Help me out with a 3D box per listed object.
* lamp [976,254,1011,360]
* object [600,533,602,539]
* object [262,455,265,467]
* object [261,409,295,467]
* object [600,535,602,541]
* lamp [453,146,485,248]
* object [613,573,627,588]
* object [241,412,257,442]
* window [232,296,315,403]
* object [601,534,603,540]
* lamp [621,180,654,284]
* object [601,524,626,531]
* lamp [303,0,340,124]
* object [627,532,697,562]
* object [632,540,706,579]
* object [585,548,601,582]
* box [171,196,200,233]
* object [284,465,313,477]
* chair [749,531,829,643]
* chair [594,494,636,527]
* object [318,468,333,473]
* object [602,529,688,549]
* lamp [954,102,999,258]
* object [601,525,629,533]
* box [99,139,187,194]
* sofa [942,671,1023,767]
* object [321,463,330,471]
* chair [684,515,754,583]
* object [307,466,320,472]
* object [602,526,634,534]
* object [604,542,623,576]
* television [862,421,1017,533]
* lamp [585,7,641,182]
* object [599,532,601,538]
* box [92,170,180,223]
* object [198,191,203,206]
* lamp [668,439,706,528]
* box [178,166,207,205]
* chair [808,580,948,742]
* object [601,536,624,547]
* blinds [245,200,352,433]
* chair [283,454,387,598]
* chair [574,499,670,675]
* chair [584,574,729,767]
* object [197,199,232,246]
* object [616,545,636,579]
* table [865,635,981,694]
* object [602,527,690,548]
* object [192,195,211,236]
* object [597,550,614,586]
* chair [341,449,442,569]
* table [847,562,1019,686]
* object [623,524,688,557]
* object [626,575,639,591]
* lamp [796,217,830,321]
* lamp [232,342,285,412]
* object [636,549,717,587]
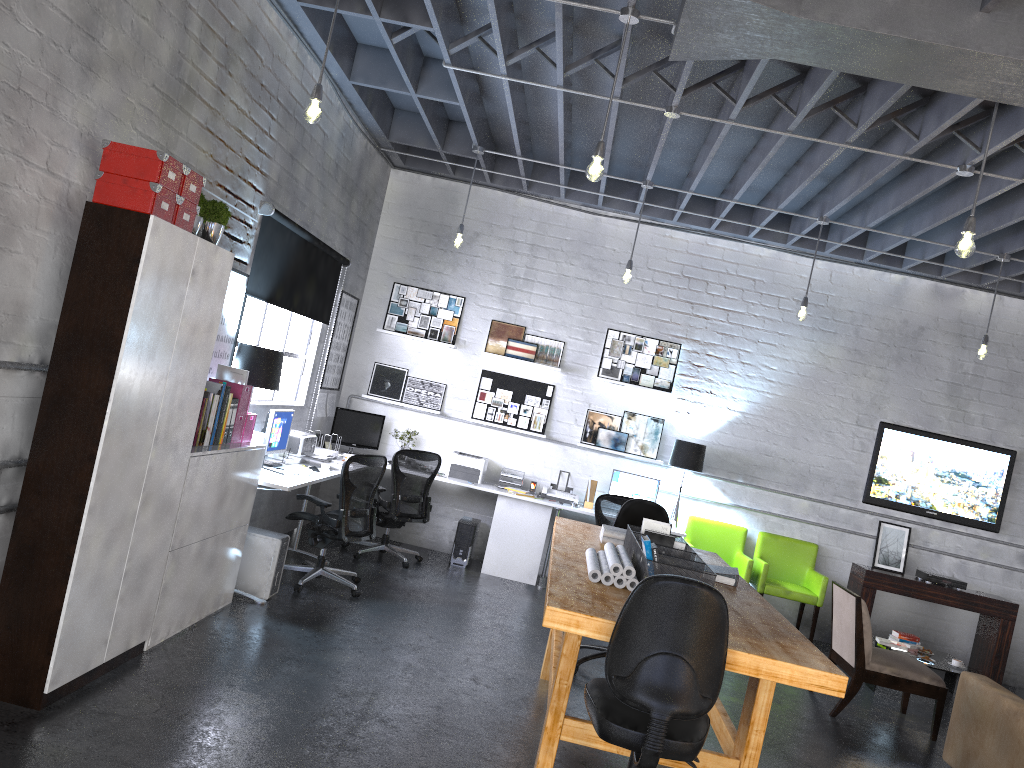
[{"bbox_3d":[3.945,-0.628,7.281,0.104,0.878,0.104,13,0,-43],"label":"lamp"},{"bbox_3d":[0.784,0.965,5.282,0.519,0.047,0.047,13,-1,4],"label":"object"},{"bbox_3d":[-1.833,0.468,6.179,0.209,0.208,0.104,13,0,3],"label":"object"},{"bbox_3d":[-1.773,0.380,6.497,0.212,0.417,0.465,13,-1,4],"label":"object"},{"bbox_3d":[0.781,0.963,5.235,0.519,0.047,0.047,13,-1,4],"label":"object"},{"bbox_3d":[-0.376,-1.587,7.563,0.104,0.878,0.104,13,0,4],"label":"lamp"},{"bbox_3d":[0.498,0.885,4.235,0.057,0.058,0.635,13,-1,4],"label":"object"},{"bbox_3d":[-1.737,0.252,5.529,0.214,0.177,0.161,13,-1,4],"label":"object"},{"bbox_3d":[-1.835,-0.457,6.896,0.030,1.220,1.822,13,-1,4],"label":"window"},{"bbox_3d":[0.778,0.962,5.189,0.519,0.047,0.047,13,-1,4],"label":"object"},{"bbox_3d":[1.051,-1.270,7.470,0.104,0.878,0.104,13,0,4],"label":"lamp"},{"bbox_3d":[0.797,0.927,5.352,0.519,0.047,0.046,13,-1,4],"label":"object"},{"bbox_3d":[-0.942,-1.769,4.566,0.104,0.878,0.104,13,0,4],"label":"lamp"},{"bbox_3d":[0.775,0.904,4.649,0.316,0.156,0.306,13,-1,4],"label":"object"},{"bbox_3d":[0.756,0.894,4.342,0.316,0.156,0.306,13,-1,4],"label":"object"},{"bbox_3d":[0.387,0.860,4.242,0.057,0.058,0.635,13,-1,4],"label":"object"},{"bbox_3d":[-1.551,-0.764,3.895,0.270,0.131,0.206,13,-1,4],"label":"box"},{"bbox_3d":[-1.554,0.628,6.443,0.181,0.028,0.422,13,-1,-6],"label":"object"},{"bbox_3d":[2.588,1.937,8.415,0.611,0.920,0.516,13,0,4],"label":"chair"},{"bbox_3d":[0.846,1.483,7.998,0.733,1.031,0.751,13,0,-28],"label":"chair"},{"bbox_3d":[-1.446,0.665,6.818,0.119,0.016,0.119,12,-1,21],"label":"object"},{"bbox_3d":[0.785,0.921,5.157,0.519,0.047,0.046,13,-1,2],"label":"object"},{"bbox_3d":[2.308,-1.048,4.354,0.104,0.878,0.104,13,0,4],"label":"lamp"},{"bbox_3d":[0.794,0.926,5.305,0.519,0.047,0.046,13,-1,4],"label":"object"},{"bbox_3d":[-1.536,-0.898,3.687,0.270,0.131,0.206,13,-1,4],"label":"box"},{"bbox_3d":[3.776,2.285,4.869,2.329,0.628,1.105,13,-1,4],"label":"sofa"},{"bbox_3d":[-1.434,0.643,6.822,0.078,0.049,0.062,13,-1,-26],"label":"object"},{"bbox_3d":[1.911,1.786,8.459,0.611,0.920,0.516,13,0,4],"label":"chair"},{"bbox_3d":[-1.512,0.639,6.735,0.114,0.036,0.058,13,-1,-6],"label":"object"},{"bbox_3d":[0.791,0.924,5.259,0.519,0.047,0.046,13,-1,4],"label":"object"},{"bbox_3d":[0.481,0.831,4.237,0.057,0.057,0.635,13,-1,4],"label":"object"},{"bbox_3d":[4.123,0.898,8.559,1.324,0.816,0.021,13,0,3],"label":"television"},{"bbox_3d":[0.502,-1.449,4.471,0.104,0.878,0.104,13,0,4],"label":"lamp"},{"bbox_3d":[0.790,0.968,5.374,0.519,0.047,0.047,13,-1,4],"label":"object"},{"bbox_3d":[-1.564,-0.771,3.687,0.270,0.131,0.206,13,-1,4],"label":"box"},{"bbox_3d":[-1.518,-0.809,4.083,0.169,0.240,0.171,12,0,33],"label":"object"},{"bbox_3d":[1.631,0.966,8.519,0.334,0.832,0.332,13,0,-35],"label":"lamp"},{"bbox_3d":[-1.524,-0.892,3.895,0.268,0.133,0.206,13,-1,4],"label":"box"},{"bbox_3d":[2.638,1.949,6.329,0.724,0.842,0.575,13,0,4],"label":"chair"},{"bbox_3d":[0.776,0.960,5.142,0.519,0.047,0.047,13,-1,4],"label":"object"},{"bbox_3d":[-1.718,-0.369,6.887,0.100,1.632,2.120,13,-1,4],"label":"blinds"},{"bbox_3d":[-1.340,0.968,6.527,0.752,1.031,0.732,13,0,7],"label":"chair"},{"bbox_3d":[0.820,1.370,5.890,0.659,1.164,0.687,13,0,2],"label":"chair"},{"bbox_3d":[0.477,1.246,3.342,0.659,1.164,0.687,13,0,2],"label":"chair"},{"bbox_3d":[-1.481,-0.795,4.378,0.169,0.240,0.171,13,0,3],"label":"object"},{"bbox_3d":[0.537,0.844,4.233,0.057,0.057,0.635,13,-1,4],"label":"object"},{"bbox_3d":[3.366,2.410,7.420,0.872,0.300,0.873,12,-1,7],"label":"table"},{"bbox_3d":[0.789,0.923,5.212,0.519,0.047,0.046,13,-1,4],"label":"object"},{"bbox_3d":[-1.535,-0.810,4.232,0.171,0.240,0.169,12,-1,43],"label":"object"},{"bbox_3d":[0.443,0.873,4.239,0.058,0.057,0.635,13,-1,4],"label":"object"},{"bbox_3d":[-1.080,1.053,7.970,0.751,1.031,0.733,12,0,27],"label":"chair"},{"bbox_3d":[3.899,2.280,8.387,1.410,0.820,0.404,13,0,4],"label":"table"},{"bbox_3d":[0.794,0.914,4.956,0.316,0.156,0.306,13,-1,4],"label":"object"},{"bbox_3d":[0.553,0.898,4.232,0.058,0.057,0.635,13,-1,4],"label":"object"},{"bbox_3d":[2.495,-0.950,7.376,0.104,0.878,0.104,13,0,4],"label":"lamp"},{"bbox_3d":[-1.739,0.164,5.846,0.334,0.832,0.332,13,0,-35],"label":"lamp"},{"bbox_3d":[0.737,0.884,4.035,0.316,0.156,0.306,13,-1,4],"label":"object"}]
